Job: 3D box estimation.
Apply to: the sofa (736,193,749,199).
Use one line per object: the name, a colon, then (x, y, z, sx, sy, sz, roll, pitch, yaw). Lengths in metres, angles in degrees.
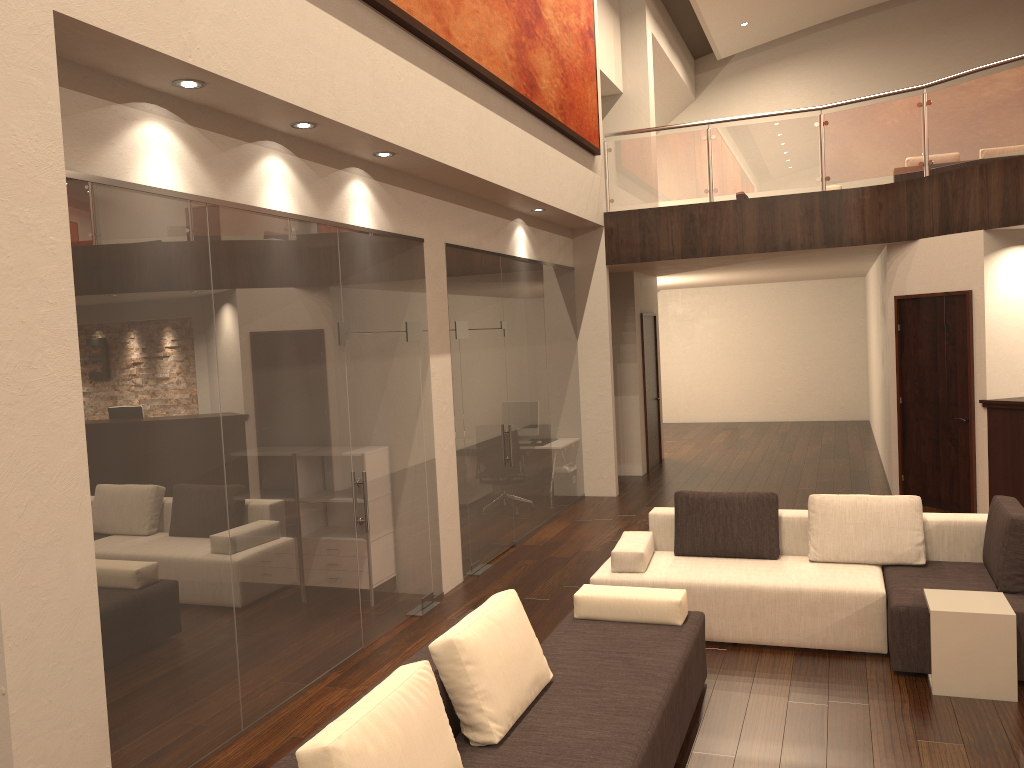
sofa: (5.481, -2.970, 15.452, 3.366, 0.862, 2.586, -2, 3, 20)

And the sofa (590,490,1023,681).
sofa: (1.963, 1.181, 5.699, 2.846, 0.862, 1.291, -2, 3, 20)

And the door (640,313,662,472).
door: (2.015, 0.092, 12.895, 0.104, 2.232, 0.990, -2, 3, 20)

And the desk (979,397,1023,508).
desk: (7.799, 0.650, 7.117, 7.146, 1.171, 1.674, -2, 3, 22)

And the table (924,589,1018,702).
table: (2.481, 1.407, 4.823, 0.400, 0.460, 0.400, -2, 3, 20)

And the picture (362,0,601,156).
picture: (-0.189, -3.674, 7.141, 0.070, 2.526, 6.485, -2, 3, 20)

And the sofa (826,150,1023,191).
sofa: (6.467, -2.911, 13.492, 3.366, 0.862, 2.586, -2, 3, 20)

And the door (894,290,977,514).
door: (4.367, 0.181, 9.154, 0.104, 2.232, 0.990, -4, 3, -19)

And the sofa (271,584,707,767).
sofa: (0.776, 1.372, 3.362, 2.586, 0.862, 3.366, -2, 3, 20)
